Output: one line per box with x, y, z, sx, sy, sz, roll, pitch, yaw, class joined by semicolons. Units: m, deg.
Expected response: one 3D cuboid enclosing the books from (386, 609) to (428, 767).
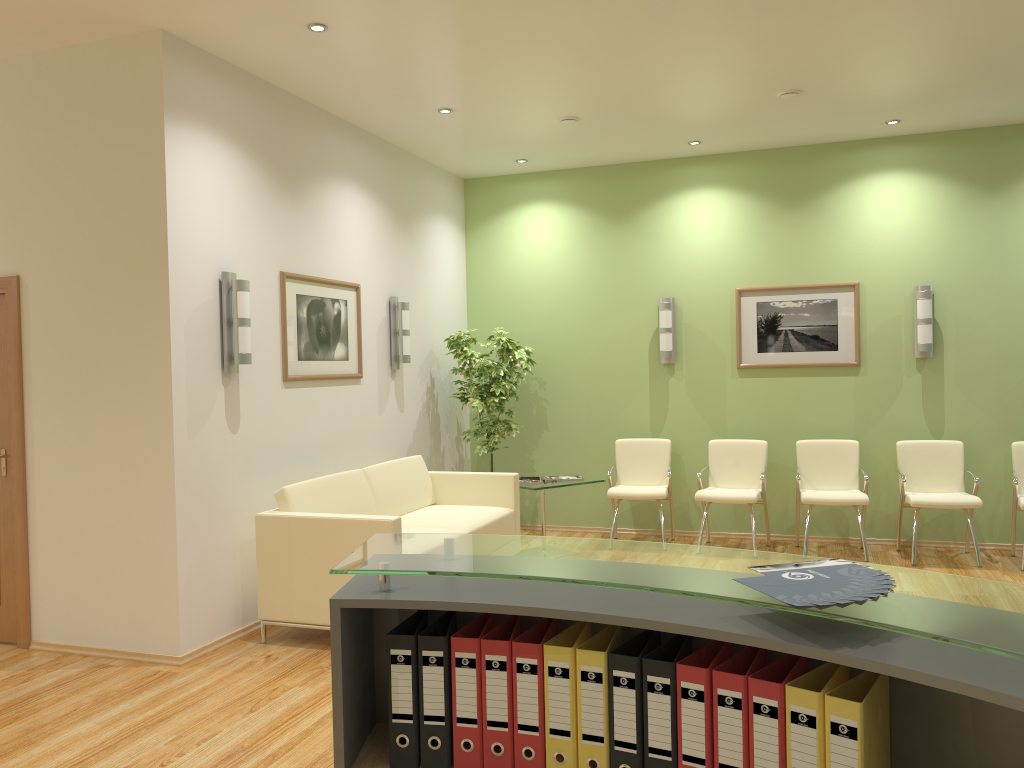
-0.199;0.657;1.943;0.063;0.282;0.231;-1;1;15;books

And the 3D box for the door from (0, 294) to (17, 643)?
-3.235;0.494;5.197;0.823;2.001;0.098;-1;1;20;door

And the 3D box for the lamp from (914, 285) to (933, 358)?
3.310;-0.502;7.123;0.134;0.580;0.142;-1;1;20;lamp

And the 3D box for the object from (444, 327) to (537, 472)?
-0.179;0.444;7.835;0.668;1.900;0.943;-1;1;28;object

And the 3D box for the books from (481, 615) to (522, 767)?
0.008;0.653;1.890;0.063;0.282;0.231;-1;1;20;books

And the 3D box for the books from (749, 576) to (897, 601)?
0.556;0.359;1.596;0.210;0.004;0.150;0;2;45;books

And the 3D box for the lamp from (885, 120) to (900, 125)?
2.913;-2.001;6.784;0.105;0.011;0.105;-1;1;1;lamp

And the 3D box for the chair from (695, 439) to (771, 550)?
1.811;0.919;7.279;0.536;0.881;0.650;-1;1;25;chair

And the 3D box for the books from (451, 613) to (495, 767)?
-0.054;0.654;1.911;0.063;0.282;0.231;-1;1;20;books

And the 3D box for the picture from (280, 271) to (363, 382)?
-1.282;-0.377;6.080;0.025;0.700;1.000;-1;1;20;picture

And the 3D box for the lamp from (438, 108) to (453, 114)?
-0.468;-1.914;6.226;0.105;0.011;0.105;-2;1;-37;lamp

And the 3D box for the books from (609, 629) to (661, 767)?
0.250;0.650;1.779;0.062;0.282;0.233;-1;1;19;books

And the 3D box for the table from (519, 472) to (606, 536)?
0.259;1.089;7.257;0.736;0.614;0.736;-2;1;-35;table

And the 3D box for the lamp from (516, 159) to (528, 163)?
0.087;-1.956;7.789;0.105;0.011;0.105;-2;2;-44;lamp

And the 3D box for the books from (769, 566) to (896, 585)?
0.586;0.357;1.662;0.210;0.004;0.150;-1;1;5;books

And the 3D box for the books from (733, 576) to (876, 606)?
0.510;0.361;1.569;0.150;0.004;0.210;-2;1;-15;books

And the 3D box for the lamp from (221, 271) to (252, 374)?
-1.574;-0.352;5.083;0.142;0.580;0.134;-1;1;20;lamp

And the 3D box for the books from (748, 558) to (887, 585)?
0.583;0.356;1.698;0.210;0.004;0.150;-2;1;-15;books

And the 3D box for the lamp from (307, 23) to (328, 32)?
-1.022;-1.871;4.664;0.105;0.011;0.105;-2;1;-37;lamp

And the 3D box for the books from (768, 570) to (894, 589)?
0.583;0.357;1.644;0.210;0.004;0.150;-1;1;15;books

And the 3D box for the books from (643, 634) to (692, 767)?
0.310;0.649;1.745;0.062;0.282;0.233;-1;1;19;books

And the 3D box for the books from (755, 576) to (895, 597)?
0.568;0.358;1.611;0.210;0.004;0.150;-1;1;35;books

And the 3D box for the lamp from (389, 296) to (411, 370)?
-0.882;-0.405;7.031;0.142;0.580;0.134;-1;1;20;lamp

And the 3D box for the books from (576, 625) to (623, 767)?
0.183;0.651;1.814;0.062;0.282;0.233;-1;1;14;books

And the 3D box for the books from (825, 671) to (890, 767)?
0.598;0.647;1.528;0.062;0.282;0.233;-1;1;32;books

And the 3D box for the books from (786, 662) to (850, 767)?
0.568;0.647;1.561;0.231;0.282;0.063;-2;2;-44;books

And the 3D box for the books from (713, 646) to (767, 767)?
0.455;0.648;1.654;0.063;0.282;0.231;0;1;38;books

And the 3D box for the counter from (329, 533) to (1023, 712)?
0.429;0.428;0.296;1.837;0.078;3.674;-1;1;5;counter

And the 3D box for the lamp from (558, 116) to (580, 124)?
0.419;-1.933;6.526;0.167;0.024;0.167;-2;1;-20;lamp

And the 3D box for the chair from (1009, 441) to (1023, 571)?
3.978;0.885;6.505;0.536;0.881;0.650;-1;1;25;chair

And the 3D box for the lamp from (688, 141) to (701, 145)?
1.500;-1.979;7.286;0.105;0.011;0.105;-1;1;1;lamp

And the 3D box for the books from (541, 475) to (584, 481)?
0.411;0.763;7.248;0.328;0.031;0.230;-1;1;-5;books

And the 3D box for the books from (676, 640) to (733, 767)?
0.397;0.648;1.693;0.063;0.282;0.231;0;1;38;books

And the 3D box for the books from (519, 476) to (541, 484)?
0.113;0.771;7.170;0.230;0.031;0.328;-1;1;0;books

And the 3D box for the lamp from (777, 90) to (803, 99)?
1.881;-1.956;6.007;0.167;0.024;0.167;-2;1;-20;lamp

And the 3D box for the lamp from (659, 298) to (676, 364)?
1.362;-0.471;7.815;0.134;0.580;0.142;-1;1;20;lamp

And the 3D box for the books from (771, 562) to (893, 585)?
0.586;0.356;1.680;0.210;0.004;0.150;-1;1;-5;books

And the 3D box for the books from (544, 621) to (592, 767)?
0.120;0.651;1.845;0.062;0.282;0.233;-1;1;14;books

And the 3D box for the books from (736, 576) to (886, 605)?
0.527;0.360;1.575;0.150;0.004;0.210;-2;1;-25;books

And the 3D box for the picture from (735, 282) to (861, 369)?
2.410;-0.489;7.505;1.000;0.700;0.025;-1;1;20;picture

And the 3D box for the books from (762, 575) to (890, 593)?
0.577;0.358;1.626;0.210;0.004;0.150;-1;1;25;books

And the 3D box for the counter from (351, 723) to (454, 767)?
0.381;0.825;0.308;1.723;0.018;3.444;-1;1;5;counter

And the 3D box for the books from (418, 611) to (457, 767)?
-0.132;0.656;1.929;0.063;0.282;0.231;-1;1;15;books

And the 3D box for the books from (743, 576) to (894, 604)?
0.542;0.360;1.585;0.150;0.004;0.210;-2;1;-35;books

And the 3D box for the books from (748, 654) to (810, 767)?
0.514;0.647;1.607;0.063;0.282;0.231;0;2;43;books

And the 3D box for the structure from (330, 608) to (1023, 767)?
0.442;0.991;0.306;1.837;1.049;3.673;-1;1;5;structure

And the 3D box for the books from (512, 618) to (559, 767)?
0.079;0.652;1.863;0.063;0.282;0.231;-1;1;25;books
